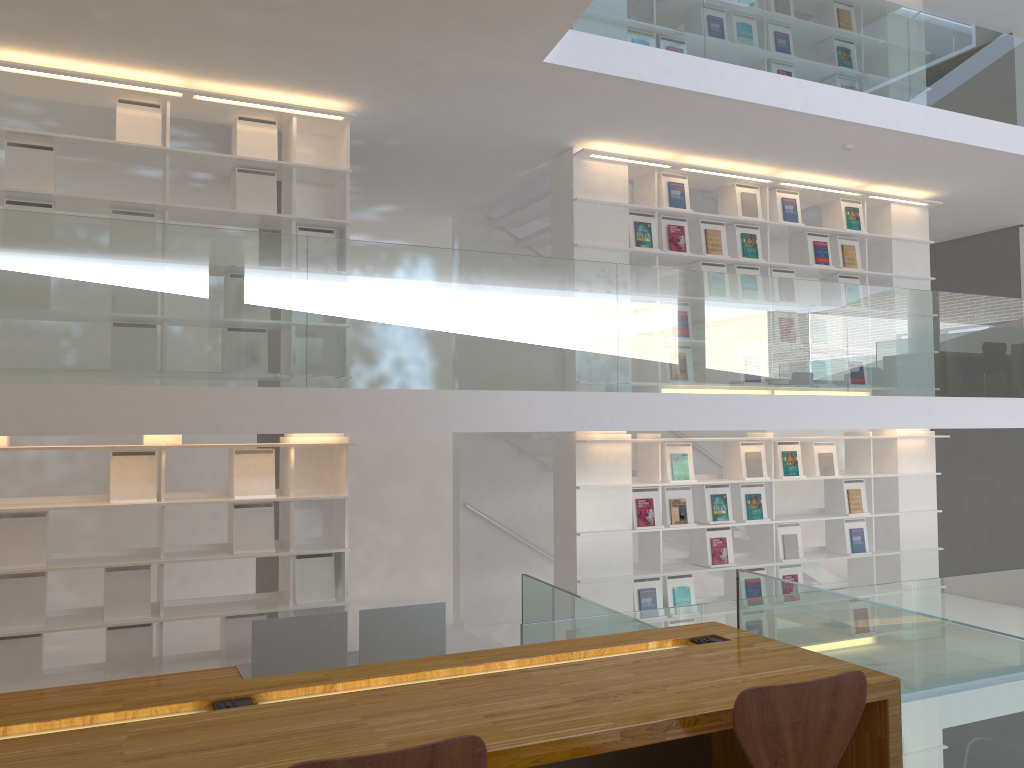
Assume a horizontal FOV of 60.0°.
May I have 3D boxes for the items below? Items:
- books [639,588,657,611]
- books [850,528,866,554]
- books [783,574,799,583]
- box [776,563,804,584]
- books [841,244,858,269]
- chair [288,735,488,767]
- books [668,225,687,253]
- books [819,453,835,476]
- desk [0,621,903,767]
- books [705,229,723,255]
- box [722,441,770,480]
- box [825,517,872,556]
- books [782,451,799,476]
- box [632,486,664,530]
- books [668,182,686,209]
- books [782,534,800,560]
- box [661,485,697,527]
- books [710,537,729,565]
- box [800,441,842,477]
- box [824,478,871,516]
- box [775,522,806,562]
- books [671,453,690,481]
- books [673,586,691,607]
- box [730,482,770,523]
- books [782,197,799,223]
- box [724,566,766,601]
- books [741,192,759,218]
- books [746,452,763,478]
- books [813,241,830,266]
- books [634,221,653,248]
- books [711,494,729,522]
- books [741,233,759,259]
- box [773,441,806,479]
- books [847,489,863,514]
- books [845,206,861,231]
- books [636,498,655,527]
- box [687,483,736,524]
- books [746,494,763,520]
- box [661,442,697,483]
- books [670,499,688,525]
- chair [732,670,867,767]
[{"bbox_3d":[0.997,1.607,6.494,0.145,0.210,0.037,1,-3,-25],"label":"books"},{"bbox_3d":[2.893,1.315,7.415,0.145,0.210,0.037,1,-3,-25],"label":"books"},{"bbox_3d":[2.234,1.633,7.087,0.145,0.210,0.037,1,-3,-25],"label":"books"},{"bbox_3d":[2.202,1.600,7.189,0.245,0.296,0.274,1,-3,-25],"label":"box"},{"bbox_3d":[2.866,-1.077,7.529,0.145,0.210,0.037,1,-3,-25],"label":"books"},{"bbox_3d":[-0.292,0.998,1.707,0.428,0.693,0.381,1,-3,-25],"label":"chair"},{"bbox_3d":[1.260,-1.107,6.764,0.145,0.210,0.037,1,-3,-25],"label":"books"},{"bbox_3d":[2.594,0.673,7.306,0.145,0.210,0.037,1,-3,-25],"label":"books"},{"bbox_3d":[-0.675,1.228,2.190,3.236,0.918,1.285,1,-3,-25],"label":"desk"},{"bbox_3d":[1.573,-1.100,6.913,0.145,0.210,0.037,1,-3,-25],"label":"books"},{"bbox_3d":[1.869,0.609,7.081,0.245,0.296,0.274,1,-3,-25],"label":"box"},{"bbox_3d":[2.849,1.283,7.514,0.245,0.296,0.274,1,-3,-25],"label":"box"},{"bbox_3d":[2.243,0.646,7.139,0.145,0.210,0.037,1,-3,-25],"label":"books"},{"bbox_3d":[0.956,0.920,6.628,0.245,0.296,0.274,1,-3,-25],"label":"box"},{"bbox_3d":[1.261,-1.437,6.778,0.145,0.210,0.037,1,-3,-25],"label":"books"},{"bbox_3d":[2.235,1.312,7.101,0.145,0.210,0.037,1,-3,-25],"label":"books"},{"bbox_3d":[1.224,0.926,6.770,0.245,0.296,0.274,1,-3,-25],"label":"box"},{"bbox_3d":[1.591,1.286,6.798,0.145,0.210,0.037,1,-3,-25],"label":"books"},{"bbox_3d":[-0.537,2.307,5.836,7.125,3.764,0.498,1,-3,-25],"label":"box"},{"bbox_3d":[2.846,0.955,7.530,0.245,0.296,0.274,1,-3,-25],"label":"box"},{"bbox_3d":[2.196,1.271,7.203,0.245,0.296,0.274,1,-3,-25],"label":"box"},{"bbox_3d":[1.267,0.629,6.674,0.145,0.210,0.037,1,-3,-25],"label":"books"},{"bbox_3d":[1.275,1.624,6.626,0.145,0.210,0.037,1,-3,-25],"label":"books"},{"bbox_3d":[1.865,0.937,7.062,0.245,0.296,0.274,1,-3,-25],"label":"box"},{"bbox_3d":[2.279,-1.419,7.263,0.145,0.210,0.037,1,-3,-25],"label":"books"},{"bbox_3d":[1.864,1.594,7.027,0.245,0.296,0.274,1,-3,-25],"label":"box"},{"bbox_3d":[1.900,-1.424,7.083,0.145,0.210,0.037,1,-3,-25],"label":"books"},{"bbox_3d":[1.909,0.640,6.980,0.145,0.210,0.037,1,-3,-25],"label":"books"},{"bbox_3d":[2.580,-1.085,7.394,0.145,0.210,0.037,1,-3,-25],"label":"books"},{"bbox_3d":[0.984,-1.108,6.633,0.145,0.210,0.037,1,-3,-25],"label":"books"},{"bbox_3d":[1.598,0.953,6.820,0.145,0.210,0.037,1,-3,-25],"label":"books"},{"bbox_3d":[1.895,-1.095,7.063,0.145,0.210,0.037,1,-3,-25],"label":"books"},{"bbox_3d":[2.206,0.615,7.241,0.245,0.296,0.274,1,-3,-25],"label":"box"},{"bbox_3d":[2.874,0.987,7.427,0.145,0.210,0.037,1,-3,-25],"label":"books"},{"bbox_3d":[2.911,-1.406,7.565,0.145,0.210,0.037,1,-3,-25],"label":"books"},{"bbox_3d":[0.982,0.949,6.525,0.145,0.210,0.037,1,-3,-25],"label":"books"},{"bbox_3d":[1.553,0.924,6.913,0.245,0.296,0.274,1,-3,-25],"label":"box"},{"bbox_3d":[1.904,0.970,6.961,0.145,0.210,0.037,1,-3,-25],"label":"books"},{"bbox_3d":[1.228,0.597,6.775,0.245,0.296,0.274,1,-3,-25],"label":"box"},{"bbox_3d":[1.254,0.970,6.664,0.145,0.210,0.037,1,-3,-25],"label":"books"},{"bbox_3d":[0.585,1.013,2.125,0.428,0.693,0.381,1,-3,-25],"label":"chair"}]
